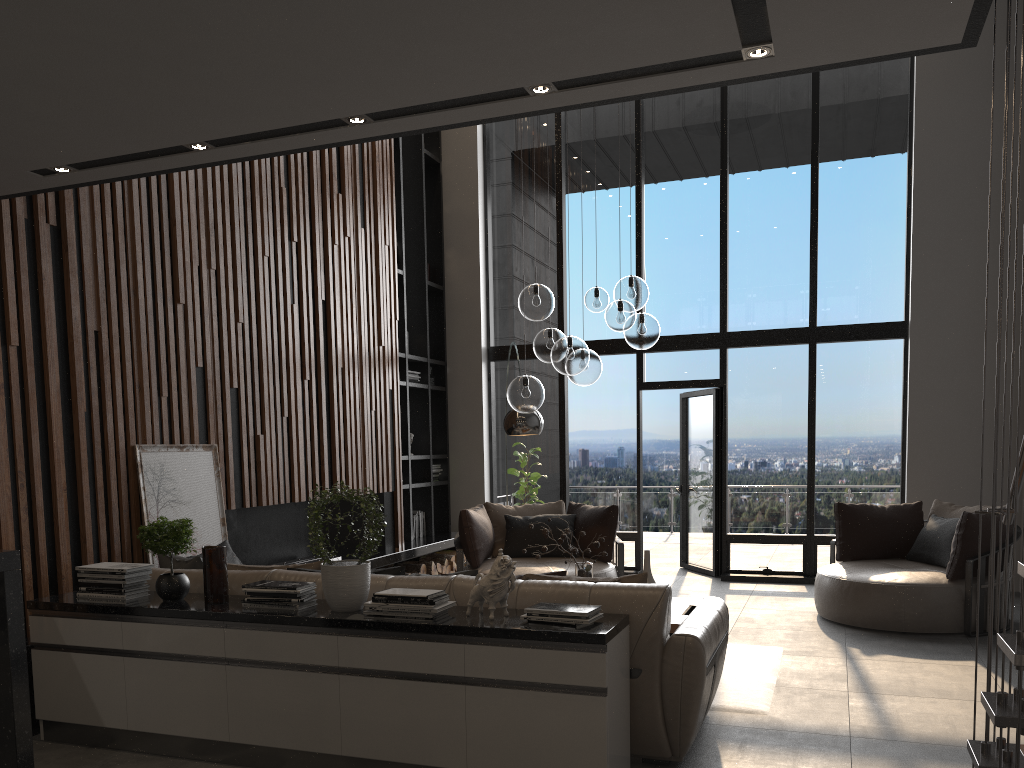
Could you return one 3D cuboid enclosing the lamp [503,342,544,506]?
[{"bbox_3d":[0.050,0.801,7.829,0.320,2.355,2.021,-1,1,-3],"label":"lamp"}]

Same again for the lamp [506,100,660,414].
[{"bbox_3d":[0.422,-2.323,5.401,1.231,5.049,1.216,0,5,17],"label":"lamp"}]

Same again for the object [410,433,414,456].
[{"bbox_3d":[-1.109,0.633,9.200,0.137,0.247,0.136,-3,3,-29],"label":"object"}]

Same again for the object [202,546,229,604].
[{"bbox_3d":[-1.383,0.888,4.083,0.109,0.270,0.108,1,4,26],"label":"object"}]

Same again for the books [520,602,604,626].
[{"bbox_3d":[0.204,0.922,3.511,0.294,0.055,0.183,-3,-4,24],"label":"books"}]

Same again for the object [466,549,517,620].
[{"bbox_3d":[-0.086,0.822,3.613,0.207,0.293,0.135,1,4,39],"label":"object"}]

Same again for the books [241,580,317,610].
[{"bbox_3d":[-1.048,0.956,3.956,0.325,0.100,0.204,-2,-3,20],"label":"books"}]

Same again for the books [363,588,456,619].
[{"bbox_3d":[-0.436,0.933,3.727,0.348,0.101,0.193,-2,-2,20],"label":"books"}]

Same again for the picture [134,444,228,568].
[{"bbox_3d":[-2.059,0.882,5.541,0.101,1.008,0.723,1,2,20],"label":"picture"}]

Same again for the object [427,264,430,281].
[{"bbox_3d":[-0.946,-1.189,9.560,0.102,0.232,0.100,-1,4,5],"label":"object"}]

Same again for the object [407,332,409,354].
[{"bbox_3d":[-1.129,-0.409,9.113,0.104,0.262,0.103,-1,4,0],"label":"object"}]

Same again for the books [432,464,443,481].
[{"bbox_3d":[-0.944,0.981,9.671,0.218,0.192,0.372,-1,-2,21],"label":"books"}]

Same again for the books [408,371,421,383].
[{"bbox_3d":[-1.115,-0.063,9.148,0.219,0.129,0.321,-2,-3,20],"label":"books"}]

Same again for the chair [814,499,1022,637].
[{"bbox_3d":[3.159,1.391,6.877,1.444,0.907,1.476,-2,-2,37],"label":"chair"}]

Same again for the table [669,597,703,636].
[{"bbox_3d":[0.524,1.630,5.740,1.453,0.358,0.894,-2,-3,20],"label":"table"}]

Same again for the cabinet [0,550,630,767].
[{"bbox_3d":[-2.304,-0.094,1.272,3.621,3.269,6.177,-1,-2,20],"label":"cabinet"}]

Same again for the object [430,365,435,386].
[{"bbox_3d":[-0.909,-0.086,9.584,0.059,0.235,0.187,1,2,23],"label":"object"}]

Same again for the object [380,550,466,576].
[{"bbox_3d":[-1.248,1.836,7.943,0.435,0.392,4.024,-1,-4,21],"label":"object"}]

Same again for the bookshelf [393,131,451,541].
[{"bbox_3d":[-1.149,-1.039,9.046,0.338,5.371,1.442,1,5,20],"label":"bookshelf"}]

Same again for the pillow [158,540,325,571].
[{"bbox_3d":[-1.504,1.202,4.960,0.758,0.552,1.383,0,-3,-39],"label":"pillow"}]

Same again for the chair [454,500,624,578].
[{"bbox_3d":[0.221,1.504,7.671,1.439,0.907,1.480,0,-2,-43],"label":"chair"}]

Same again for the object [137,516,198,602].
[{"bbox_3d":[-1.632,0.827,4.162,0.271,0.412,0.308,-2,2,-20],"label":"object"}]

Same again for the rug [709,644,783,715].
[{"bbox_3d":[0.513,1.795,5.626,2.299,0.020,1.602,-3,-4,20],"label":"rug"}]

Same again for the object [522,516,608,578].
[{"bbox_3d":[0.336,1.159,5.760,0.542,0.609,0.314,-1,3,-9],"label":"object"}]

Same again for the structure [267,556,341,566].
[{"bbox_3d":[-1.739,1.507,7.295,0.299,0.104,0.708,-2,-4,20],"label":"structure"}]

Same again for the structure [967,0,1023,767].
[{"bbox_3d":[1.413,-1.519,0.904,1.178,6.111,3.566,1,3,20],"label":"structure"}]

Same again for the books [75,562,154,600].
[{"bbox_3d":[-1.965,0.976,4.344,0.333,0.152,0.199,-2,-1,21],"label":"books"}]

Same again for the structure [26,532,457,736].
[{"bbox_3d":[-1.824,1.705,6.886,0.667,0.461,6.508,-1,-4,20],"label":"structure"}]

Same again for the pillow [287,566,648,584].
[{"bbox_3d":[-0.238,1.130,4.381,1.942,0.504,0.539,-2,0,19],"label":"pillow"}]

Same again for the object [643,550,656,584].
[{"bbox_3d":[0.760,1.229,5.455,0.316,0.402,0.318,0,2,39],"label":"object"}]

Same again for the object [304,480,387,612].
[{"bbox_3d":[-0.729,0.706,3.829,0.385,0.582,0.213,-1,4,1],"label":"object"}]

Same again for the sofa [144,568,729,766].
[{"bbox_3d":[-0.422,1.358,4.978,3.245,0.826,1.869,-2,-3,20],"label":"sofa"}]

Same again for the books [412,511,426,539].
[{"bbox_3d":[-1.067,1.497,9.341,0.174,0.290,0.331,0,0,20],"label":"books"}]
